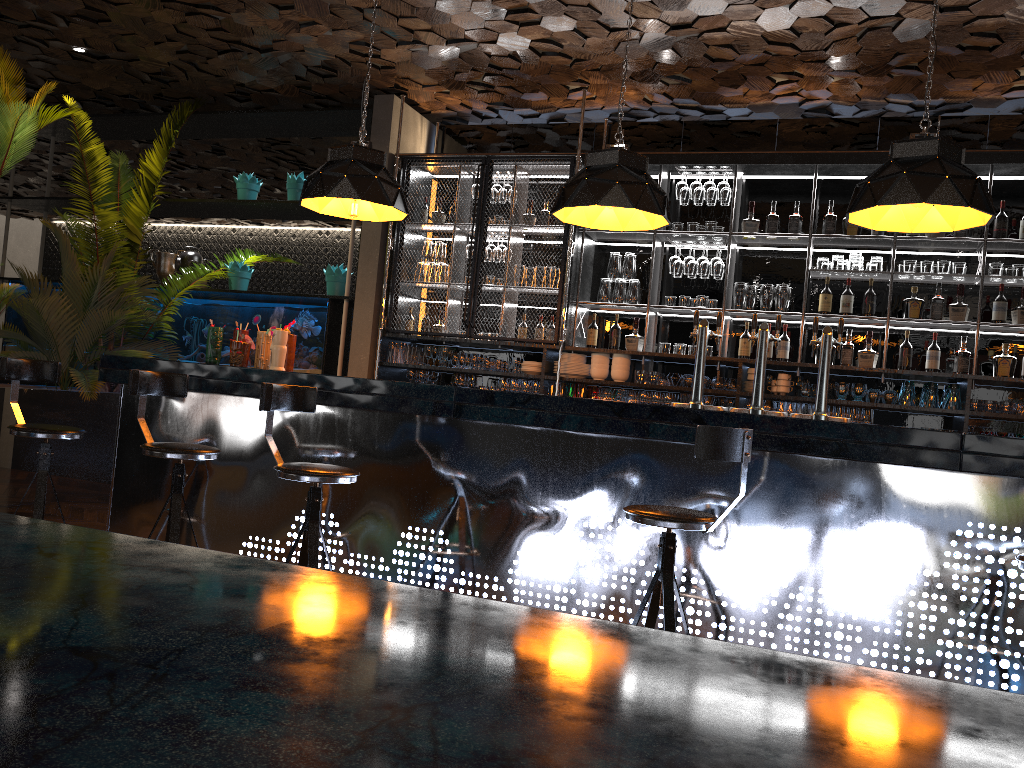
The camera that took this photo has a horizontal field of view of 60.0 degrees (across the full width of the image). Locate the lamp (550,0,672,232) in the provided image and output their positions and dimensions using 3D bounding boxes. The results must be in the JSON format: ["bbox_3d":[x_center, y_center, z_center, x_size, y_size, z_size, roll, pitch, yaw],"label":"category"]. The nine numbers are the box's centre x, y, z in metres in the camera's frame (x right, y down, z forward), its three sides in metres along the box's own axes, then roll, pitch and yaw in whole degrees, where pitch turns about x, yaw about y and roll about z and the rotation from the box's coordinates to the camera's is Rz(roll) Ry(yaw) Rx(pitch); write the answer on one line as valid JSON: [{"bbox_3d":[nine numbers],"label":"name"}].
[{"bbox_3d":[0.566,-1.602,4.451,0.582,1.564,0.607,5,-1,20],"label":"lamp"}]

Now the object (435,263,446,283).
[{"bbox_3d":[-0.599,-0.933,7.514,0.092,0.182,0.092,5,-1,15],"label":"object"}]

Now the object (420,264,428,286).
[{"bbox_3d":[-0.761,-0.945,7.693,0.092,0.182,0.092,5,-1,15],"label":"object"}]

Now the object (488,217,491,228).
[{"bbox_3d":[-0.217,-1.347,7.394,0.077,0.080,0.077,6,-1,-34],"label":"object"}]

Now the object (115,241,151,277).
[{"bbox_3d":[-3.801,-1.176,8.785,0.250,0.472,0.458,6,-1,-43],"label":"object"}]

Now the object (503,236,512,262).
[{"bbox_3d":[-0.034,-1.125,7.408,0.081,0.213,0.081,5,-1,26],"label":"object"}]

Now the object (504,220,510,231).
[{"bbox_3d":[-0.034,-1.329,7.452,0.077,0.080,0.077,6,-1,-34],"label":"object"}]

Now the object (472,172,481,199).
[{"bbox_3d":[-0.291,-1.652,7.374,0.081,0.213,0.081,5,-1,26],"label":"object"}]

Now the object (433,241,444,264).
[{"bbox_3d":[-0.625,-1.118,7.552,0.092,0.182,0.092,5,-1,15],"label":"object"}]

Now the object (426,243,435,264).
[{"bbox_3d":[-0.694,-1.122,7.672,0.092,0.182,0.092,5,-1,15],"label":"object"}]

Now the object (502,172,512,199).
[{"bbox_3d":[-0.036,-1.630,7.281,0.081,0.213,0.081,5,-1,26],"label":"object"}]

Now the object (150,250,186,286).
[{"bbox_3d":[-3.355,-1.104,8.622,0.232,0.398,0.378,6,-1,-40],"label":"object"}]

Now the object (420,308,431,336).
[{"bbox_3d":[-0.731,-0.518,7.538,0.075,0.260,0.075,6,-1,-36],"label":"object"}]

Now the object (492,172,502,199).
[{"bbox_3d":[-0.121,-1.637,7.311,0.081,0.213,0.081,5,-1,26],"label":"object"}]

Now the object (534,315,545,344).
[{"bbox_3d":[0.227,-0.433,7.240,0.075,0.260,0.075,6,-1,-21],"label":"object"}]

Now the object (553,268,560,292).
[{"bbox_3d":[0.345,-0.849,7.235,0.092,0.182,0.092,5,-1,15],"label":"object"}]

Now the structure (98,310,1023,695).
[{"bbox_3d":[0.866,0.442,4.104,6.009,1.685,1.214,5,-1,20],"label":"structure"}]

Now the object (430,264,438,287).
[{"bbox_3d":[-0.663,-0.937,7.650,0.092,0.182,0.092,5,-1,15],"label":"object"}]

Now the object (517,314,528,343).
[{"bbox_3d":[0.091,-0.445,7.267,0.075,0.261,0.075,6,-1,-21],"label":"object"}]

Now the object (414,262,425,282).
[{"bbox_3d":[-0.787,-0.949,7.594,0.092,0.182,0.092,5,-1,15],"label":"object"}]

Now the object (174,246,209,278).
[{"bbox_3d":[-3.045,-1.157,8.415,0.290,0.292,0.278,6,-1,-33],"label":"object"}]

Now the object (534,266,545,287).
[{"bbox_3d":[0.222,-0.861,7.202,0.092,0.182,0.092,5,-1,15],"label":"object"}]

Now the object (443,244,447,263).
[{"bbox_3d":[-0.602,-1.115,7.628,0.092,0.182,0.092,5,-1,15],"label":"object"}]

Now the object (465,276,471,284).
[{"bbox_3d":[-0.357,-0.860,7.447,0.077,0.080,0.077,5,-1,32],"label":"object"}]

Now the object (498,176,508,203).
[{"bbox_3d":[-0.072,-1.630,7.447,0.081,0.213,0.081,5,-1,26],"label":"object"}]

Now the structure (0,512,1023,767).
[{"bbox_3d":[-0.711,0.580,0.473,4.941,0.998,0.673,5,-1,20],"label":"structure"}]

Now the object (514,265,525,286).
[{"bbox_3d":[0.058,-0.876,7.236,0.092,0.182,0.092,5,-1,15],"label":"object"}]

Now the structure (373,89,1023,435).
[{"bbox_3d":[2.072,-0.347,6.344,6.750,3.553,1.143,5,-1,20],"label":"structure"}]

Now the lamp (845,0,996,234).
[{"bbox_3d":[1.833,-1.492,3.864,0.582,1.564,0.607,5,-1,20],"label":"lamp"}]

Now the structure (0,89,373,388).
[{"bbox_3d":[-3.195,-0.897,8.463,4.269,3.734,0.705,5,-1,20],"label":"structure"}]

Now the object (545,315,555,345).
[{"bbox_3d":[0.317,-0.426,7.186,0.075,0.260,0.075,6,-1,-21],"label":"object"}]

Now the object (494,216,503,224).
[{"bbox_3d":[-0.114,-1.338,7.310,0.077,0.080,0.077,6,-1,-34],"label":"object"}]

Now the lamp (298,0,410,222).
[{"bbox_3d":[-0.784,-1.697,4.809,0.582,1.606,0.607,5,-1,20],"label":"lamp"}]

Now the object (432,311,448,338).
[{"bbox_3d":[-0.600,-0.497,7.500,0.108,0.244,0.108,5,-1,34],"label":"object"}]

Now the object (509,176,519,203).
[{"bbox_3d":[0.013,-1.623,7.416,0.081,0.213,0.081,5,-1,26],"label":"object"}]

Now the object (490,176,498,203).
[{"bbox_3d":[-0.153,-1.637,7.476,0.081,0.213,0.081,5,-1,26],"label":"object"}]

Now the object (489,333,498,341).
[{"bbox_3d":[-0.156,-0.377,7.309,0.077,0.080,0.077,5,-1,8],"label":"object"}]

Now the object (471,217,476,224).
[{"bbox_3d":[-0.309,-1.354,7.449,0.077,0.080,0.077,5,-1,11],"label":"object"}]

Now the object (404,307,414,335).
[{"bbox_3d":[-0.879,-0.530,7.620,0.075,0.261,0.075,6,-1,-21],"label":"object"}]

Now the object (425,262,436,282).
[{"bbox_3d":[-0.689,-0.941,7.559,0.092,0.182,0.092,5,-1,15],"label":"object"}]

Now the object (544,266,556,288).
[{"bbox_3d":[0.304,-0.854,7.150,0.092,0.182,0.092,5,-1,15],"label":"object"}]

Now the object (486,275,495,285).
[{"bbox_3d":[-0.177,-0.846,7.284,0.077,0.080,0.077,5,-1,16],"label":"object"}]

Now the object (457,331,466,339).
[{"bbox_3d":[-0.418,-0.400,7.385,0.077,0.080,0.077,6,-1,-31],"label":"object"}]

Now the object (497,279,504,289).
[{"bbox_3d":[-0.086,-0.835,7.418,0.077,0.080,0.077,5,-1,16],"label":"object"}]

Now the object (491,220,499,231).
[{"bbox_3d":[-0.140,-1.338,7.480,0.077,0.080,0.077,6,-1,-14],"label":"object"}]

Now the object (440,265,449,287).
[{"bbox_3d":[-0.577,-0.929,7.609,0.092,0.182,0.092,5,-1,15],"label":"object"}]

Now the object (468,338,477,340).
[{"bbox_3d":[-0.325,-0.392,7.338,0.077,0.080,0.077,5,-1,6],"label":"object"}]

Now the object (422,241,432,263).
[{"bbox_3d":[-0.723,-1.127,7.579,0.092,0.182,0.092,5,-1,15],"label":"object"}]

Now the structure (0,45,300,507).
[{"bbox_3d":[-3.703,-0.877,7.354,1.873,3.561,4.073,5,-1,21],"label":"structure"}]

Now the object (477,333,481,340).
[{"bbox_3d":[-0.305,-0.388,7.501,0.077,0.080,0.077,6,-1,-31],"label":"object"}]

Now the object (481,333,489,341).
[{"bbox_3d":[-0.224,-0.382,7.393,0.077,0.080,0.077,6,-1,-14],"label":"object"}]

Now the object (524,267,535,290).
[{"bbox_3d":[0.144,-0.867,7.312,0.092,0.182,0.092,5,-1,15],"label":"object"}]
